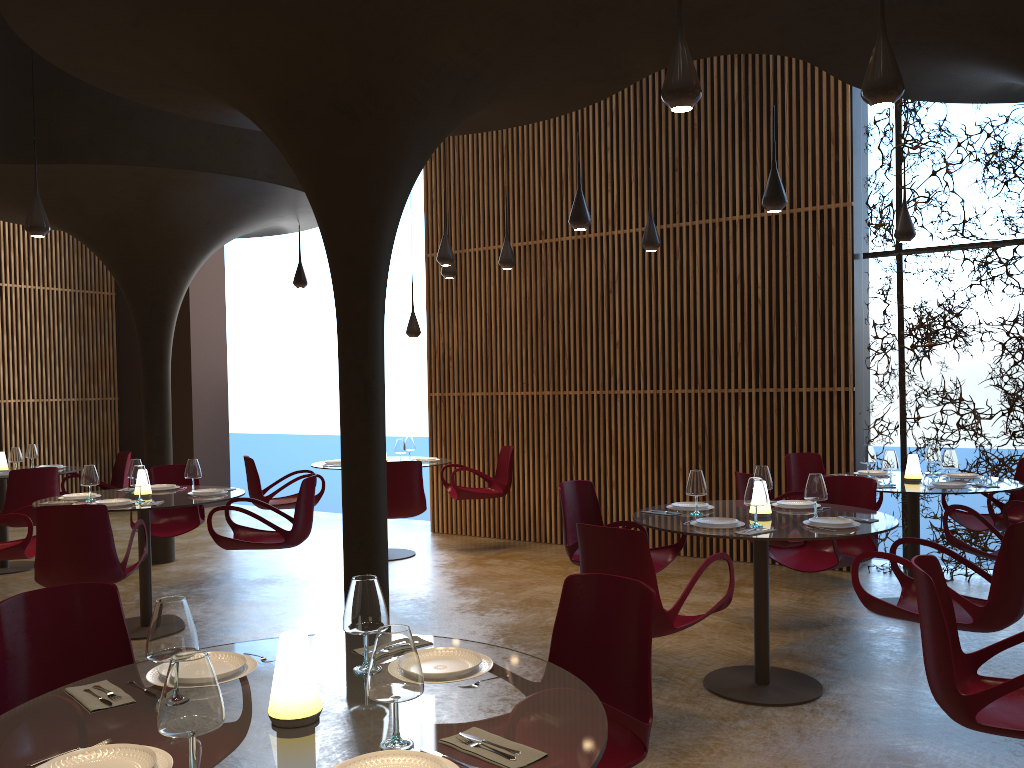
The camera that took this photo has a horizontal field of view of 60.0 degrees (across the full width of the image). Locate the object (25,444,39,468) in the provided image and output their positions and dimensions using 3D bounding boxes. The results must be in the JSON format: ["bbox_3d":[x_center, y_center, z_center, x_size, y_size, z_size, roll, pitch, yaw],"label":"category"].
[{"bbox_3d":[-5.775,0.872,10.667,0.142,0.295,0.142,-1,1,18],"label":"object"}]

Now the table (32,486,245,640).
[{"bbox_3d":[-3.143,1.528,7.594,1.672,1.131,1.671,-1,0,-3],"label":"table"}]

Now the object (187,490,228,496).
[{"bbox_3d":[-2.630,0.944,7.668,0.331,0.014,0.332,-1,0,-41],"label":"object"}]

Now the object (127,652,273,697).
[{"bbox_3d":[-0.965,0.902,2.781,0.204,0.012,0.410,-1,0,44],"label":"object"}]

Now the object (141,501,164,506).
[{"bbox_3d":[-2.869,0.954,7.075,0.126,0.017,0.262,-1,0,-8],"label":"object"}]

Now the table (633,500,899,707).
[{"bbox_3d":[1.649,1.437,5.857,1.671,1.131,1.672,-1,0,-37],"label":"table"}]

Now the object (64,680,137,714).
[{"bbox_3d":[-1.205,0.912,2.590,0.126,0.017,0.262,-1,0,-42],"label":"object"}]

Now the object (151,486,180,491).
[{"bbox_3d":[-3.219,0.956,8.123,0.332,0.014,0.331,-1,0,-4],"label":"object"}]

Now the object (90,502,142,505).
[{"bbox_3d":[-3.175,0.954,7.049,0.410,0.012,0.204,-1,0,-12],"label":"object"}]

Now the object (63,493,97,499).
[{"bbox_3d":[-3.667,0.953,7.519,0.263,0.029,0.263,-1,0,-2],"label":"object"}]

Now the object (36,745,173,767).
[{"bbox_3d":[-0.951,0.898,2.026,0.332,0.014,0.332,-1,0,-23],"label":"object"}]

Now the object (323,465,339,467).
[{"bbox_3d":[-2.054,0.948,10.242,0.262,0.017,0.126,-1,0,-12],"label":"object"}]

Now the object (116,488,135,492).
[{"bbox_3d":[-3.521,0.969,8.121,0.126,0.017,0.262,-1,0,-4],"label":"object"}]

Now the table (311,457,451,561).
[{"bbox_3d":[-1.557,1.508,10.694,1.672,1.131,1.672,-1,0,-11],"label":"table"}]

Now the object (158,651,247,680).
[{"bbox_3d":[-0.968,0.891,2.777,0.263,0.029,0.263,-1,0,-38],"label":"object"}]

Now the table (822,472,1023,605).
[{"bbox_3d":[3.503,1.408,7.729,1.672,1.131,1.672,-1,0,-15],"label":"table"}]

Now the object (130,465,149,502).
[{"bbox_3d":[-3.041,0.813,7.239,0.142,0.295,0.142,-2,1,-43],"label":"object"}]

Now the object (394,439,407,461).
[{"bbox_3d":[-1.303,0.791,10.365,0.142,0.295,0.142,0,1,38],"label":"object"}]

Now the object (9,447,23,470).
[{"bbox_3d":[-5.631,0.868,10.063,0.142,0.295,0.142,-1,1,23],"label":"object"}]

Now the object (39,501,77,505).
[{"bbox_3d":[-3.692,0.969,7.219,0.262,0.017,0.126,-1,0,1],"label":"object"}]

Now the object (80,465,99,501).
[{"bbox_3d":[-3.501,0.822,7.355,0.142,0.295,0.142,-1,1,-11],"label":"object"}]

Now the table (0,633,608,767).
[{"bbox_3d":[-0.573,1.468,2.402,1.671,1.131,1.672,-1,0,-37],"label":"table"}]

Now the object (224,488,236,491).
[{"bbox_3d":[-2.625,0.952,7.970,0.262,0.017,0.126,-1,0,-2],"label":"object"}]

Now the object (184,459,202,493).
[{"bbox_3d":[-2.811,0.811,7.815,0.142,0.295,0.142,-1,1,-15],"label":"object"}]

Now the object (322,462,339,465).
[{"bbox_3d":[-2.097,0.942,10.541,0.332,0.014,0.331,-1,0,30],"label":"object"}]

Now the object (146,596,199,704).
[{"bbox_3d":[-0.973,0.763,2.541,0.142,0.295,0.142,-1,1,25],"label":"object"}]

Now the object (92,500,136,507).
[{"bbox_3d":[-3.170,0.952,7.050,0.331,0.014,0.332,-1,0,-34],"label":"object"}]

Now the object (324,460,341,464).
[{"bbox_3d":[-2.097,0.933,10.541,0.263,0.029,0.263,-1,0,27],"label":"object"}]

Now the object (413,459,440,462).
[{"bbox_3d":[-1.040,0.924,10.735,0.332,0.014,0.331,-1,0,7],"label":"object"}]

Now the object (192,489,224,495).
[{"bbox_3d":[-2.631,0.934,7.668,0.263,0.029,0.263,-1,0,4],"label":"object"}]

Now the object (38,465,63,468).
[{"bbox_3d":[-5.540,0.995,10.650,0.263,0.029,0.263,-1,0,11],"label":"object"}]

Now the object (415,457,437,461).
[{"bbox_3d":[-1.041,0.914,10.735,0.263,0.029,0.263,-1,0,36],"label":"object"}]

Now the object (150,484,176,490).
[{"bbox_3d":[-3.219,0.946,8.123,0.263,0.029,0.263,-1,0,6],"label":"object"}]

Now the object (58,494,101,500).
[{"bbox_3d":[-3.667,0.962,7.520,0.331,0.014,0.332,-1,0,-37],"label":"object"}]

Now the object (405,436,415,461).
[{"bbox_3d":[-1.251,0.791,10.836,0.142,0.295,0.142,-2,1,-39],"label":"object"}]

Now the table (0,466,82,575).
[{"bbox_3d":[-5.906,1.586,10.290,1.671,1.131,1.672,-1,0,-35],"label":"table"}]

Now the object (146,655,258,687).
[{"bbox_3d":[-0.968,0.901,2.777,0.332,0.014,0.331,-1,0,23],"label":"object"}]

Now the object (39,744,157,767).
[{"bbox_3d":[-0.951,0.889,2.025,0.263,0.029,0.263,-1,0,41],"label":"object"}]

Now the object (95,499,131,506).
[{"bbox_3d":[-3.170,0.943,7.050,0.263,0.029,0.263,-1,0,-11],"label":"object"}]

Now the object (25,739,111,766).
[{"bbox_3d":[-0.955,0.900,2.029,0.204,0.012,0.410,-1,0,-41],"label":"object"}]

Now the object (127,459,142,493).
[{"bbox_3d":[-3.366,0.821,7.938,0.142,0.295,0.142,0,1,29],"label":"object"}]

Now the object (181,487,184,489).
[{"bbox_3d":[-3.214,0.957,8.125,0.410,0.012,0.204,-1,0,-8],"label":"object"}]

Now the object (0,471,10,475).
[{"bbox_3d":[-5.625,0.995,9.834,0.263,0.029,0.263,-1,0,40],"label":"object"}]

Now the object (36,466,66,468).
[{"bbox_3d":[-5.540,1.005,10.650,0.332,0.014,0.332,-1,0,-5],"label":"object"}]
